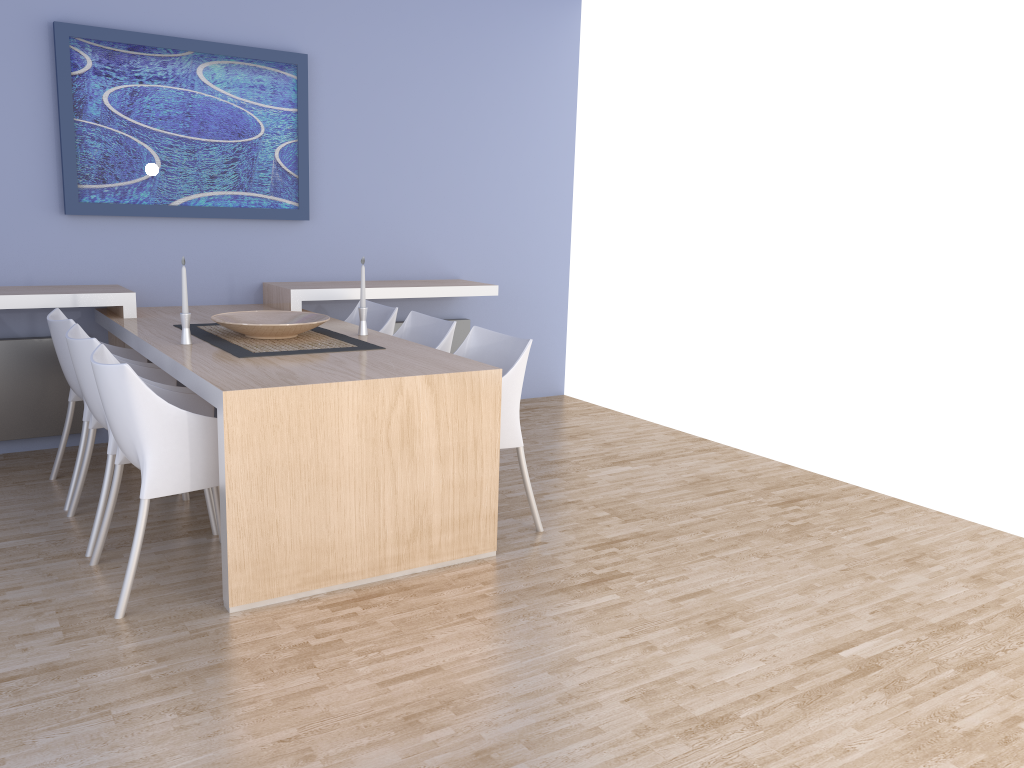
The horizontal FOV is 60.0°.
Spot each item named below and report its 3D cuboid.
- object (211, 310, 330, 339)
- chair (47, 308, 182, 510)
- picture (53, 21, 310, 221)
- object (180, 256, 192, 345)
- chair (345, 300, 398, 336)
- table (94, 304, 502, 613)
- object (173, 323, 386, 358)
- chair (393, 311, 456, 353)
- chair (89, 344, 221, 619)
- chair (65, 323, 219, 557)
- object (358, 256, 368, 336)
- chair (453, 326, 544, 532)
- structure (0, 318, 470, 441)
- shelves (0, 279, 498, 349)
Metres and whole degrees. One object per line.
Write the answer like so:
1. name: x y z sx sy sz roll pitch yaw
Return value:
1. object: -1.033 -0.248 3.810 0.493 0.081 0.493 -1 11 -15
2. chair: -1.784 0.074 3.944 0.486 0.793 0.510 -5 13 -33
3. picture: -1.675 -1.329 4.646 1.252 0.901 0.049 -5 13 -33
4. object: -1.293 -0.331 3.505 0.045 0.349 0.045 3 11 8
5. chair: -0.845 -0.021 4.598 0.486 0.793 0.510 -5 13 -33
6. table: -1.108 0.130 3.968 1.002 0.718 2.340 -5 13 -33
7. object: -1.031 -0.206 3.818 0.594 0.005 0.986 -5 13 -34
8. chair: -0.522 0.083 4.118 0.486 0.793 0.510 -5 13 -32
9. chair: -1.152 0.277 3.007 0.486 0.793 0.510 -5 13 -33
10. chair: -1.468 0.175 3.475 0.486 0.793 0.510 -5 13 -33
11. object: -0.659 -0.390 3.920 0.045 0.349 0.045 -5 13 -33
12. chair: -0.194 0.188 3.632 0.486 0.793 0.510 -5 13 -33
13. structure: -1.897 -0.028 4.776 3.843 0.503 0.064 -5 13 -33
14. shelves: -1.851 -0.075 4.576 3.901 0.840 0.463 -5 13 -33
